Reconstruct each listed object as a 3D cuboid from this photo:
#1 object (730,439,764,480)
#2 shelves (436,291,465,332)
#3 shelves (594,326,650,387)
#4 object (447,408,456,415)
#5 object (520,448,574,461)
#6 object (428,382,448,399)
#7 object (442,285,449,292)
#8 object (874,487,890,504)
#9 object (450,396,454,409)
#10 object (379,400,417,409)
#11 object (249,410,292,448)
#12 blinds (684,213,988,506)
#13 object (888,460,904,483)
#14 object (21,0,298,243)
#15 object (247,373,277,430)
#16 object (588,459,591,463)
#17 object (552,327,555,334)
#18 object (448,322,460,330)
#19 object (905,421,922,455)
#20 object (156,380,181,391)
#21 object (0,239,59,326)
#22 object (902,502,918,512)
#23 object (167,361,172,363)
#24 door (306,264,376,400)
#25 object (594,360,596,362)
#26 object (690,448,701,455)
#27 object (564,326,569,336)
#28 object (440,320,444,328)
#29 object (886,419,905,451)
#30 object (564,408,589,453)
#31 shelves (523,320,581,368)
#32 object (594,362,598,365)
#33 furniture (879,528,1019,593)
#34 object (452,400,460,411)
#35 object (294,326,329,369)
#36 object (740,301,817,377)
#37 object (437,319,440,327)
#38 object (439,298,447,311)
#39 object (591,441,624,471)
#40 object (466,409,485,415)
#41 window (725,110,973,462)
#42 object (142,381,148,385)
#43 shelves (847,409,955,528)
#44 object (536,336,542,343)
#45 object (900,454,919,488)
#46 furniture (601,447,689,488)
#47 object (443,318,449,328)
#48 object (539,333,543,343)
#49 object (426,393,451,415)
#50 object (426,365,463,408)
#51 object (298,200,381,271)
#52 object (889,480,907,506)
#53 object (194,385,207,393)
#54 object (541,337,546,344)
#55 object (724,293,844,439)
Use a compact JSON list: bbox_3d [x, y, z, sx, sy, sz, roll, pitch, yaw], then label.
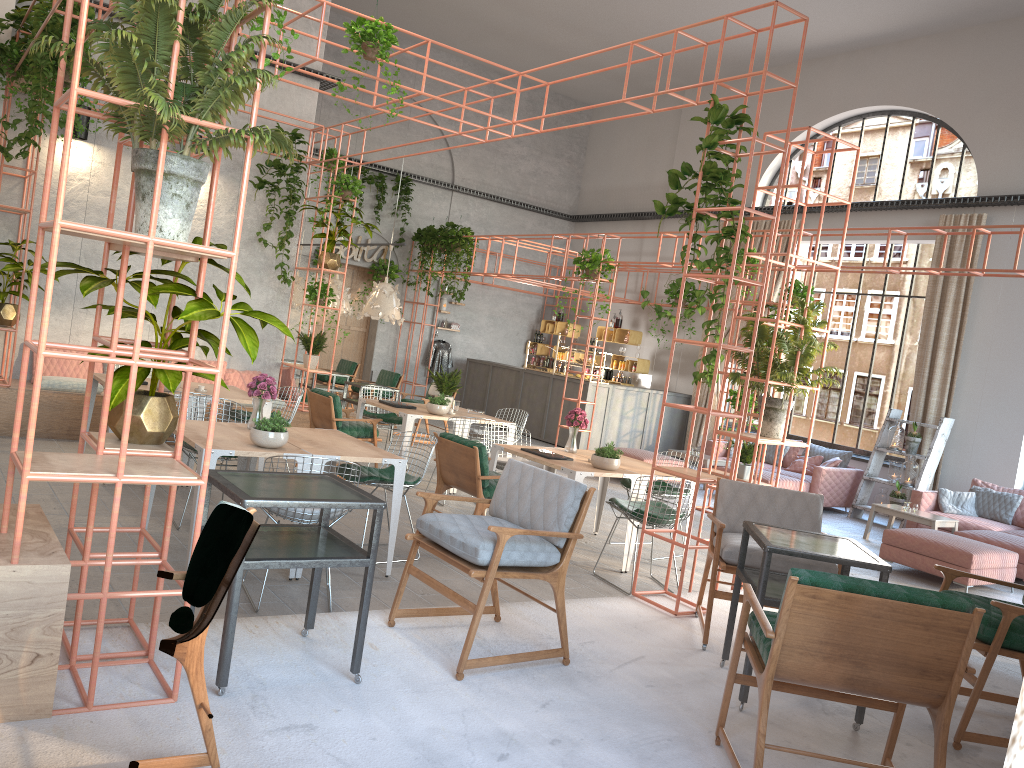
[{"bbox_3d":[2.853,0.895,10.783,0.438,0.527,0.368,7,3,-35],"label":"object"},{"bbox_3d":[-1.296,-1.522,18.672,0.560,0.790,0.186,7,3,-35],"label":"shelves"},{"bbox_3d":[1.986,-0.195,17.704,0.328,1.838,1.750,7,3,-35],"label":"shelves"},{"bbox_3d":[-0.680,0.301,9.853,0.115,0.078,0.115,7,3,-29],"label":"object"},{"bbox_3d":[0.297,0.608,7.606,0.268,0.031,0.427,7,3,-35],"label":"object"},{"bbox_3d":[-0.857,0.136,10.325,0.241,0.313,0.241,9,3,10],"label":"object"},{"bbox_3d":[-1.386,-2.000,18.543,0.133,0.145,0.133,10,3,17],"label":"object"},{"bbox_3d":[5.151,1.603,12.349,0.208,0.320,0.192,7,3,-29],"label":"object"},{"bbox_3d":[-0.804,0.209,10.470,0.165,0.154,0.210,6,4,-45],"label":"object"},{"bbox_3d":[-1.275,0.229,9.872,0.268,0.031,0.427,7,3,-35],"label":"object"},{"bbox_3d":[-1.559,0.285,5.714,0.247,0.247,0.252,7,3,-35],"label":"object"},{"bbox_3d":[4.871,-0.547,14.468,0.414,4.389,4.957,7,3,-34],"label":"blinds"},{"bbox_3d":[5.347,1.226,12.384,0.223,0.297,0.223,8,3,-16],"label":"object"},{"bbox_3d":[-1.233,-1.083,3.298,0.894,1.101,0.900,10,3,19],"label":"object"},{"bbox_3d":[-1.809,0.129,6.383,0.213,0.414,0.225,6,4,-43],"label":"object"},{"bbox_3d":[0.709,0.648,7.596,0.115,0.073,0.115,6,4,-41],"label":"object"},{"bbox_3d":[0.926,-1.153,19.248,0.123,0.142,0.141,7,3,-35],"label":"object"},{"bbox_3d":[-1.221,-1.225,18.789,0.219,0.149,0.129,7,3,-35],"label":"object"},{"bbox_3d":[5.587,0.744,12.338,0.212,0.457,0.217,8,3,-18],"label":"object"},{"bbox_3d":[-3.093,-0.061,7.951,0.248,0.247,0.254,7,3,-35],"label":"object"},{"bbox_3d":[-5.192,-1.061,9.134,0.934,0.919,0.903,10,3,26],"label":"object"},{"bbox_3d":[4.765,1.503,10.679,0.199,0.145,0.156,8,3,-20],"label":"object"},{"bbox_3d":[-3.346,-0.219,8.625,0.213,0.414,0.225,6,4,-43],"label":"object"},{"bbox_3d":[-3.675,-1.087,18.118,1.360,2.729,0.551,7,3,-35],"label":"door"},{"bbox_3d":[1.422,-0.413,15.809,0.142,0.087,0.094,7,3,-27],"label":"object"},{"bbox_3d":[2.782,1.054,13.571,0.199,0.145,0.156,8,3,-20],"label":"object"},{"bbox_3d":[1.198,-1.157,18.970,0.137,0.261,0.137,9,3,1],"label":"object"},{"bbox_3d":[-1.460,-1.259,18.610,0.063,0.151,0.063,11,4,41],"label":"object"},{"bbox_3d":[5.448,0.688,12.551,0.216,0.500,0.216,9,3,-3],"label":"object"},{"bbox_3d":[0.575,0.421,8.063,0.213,0.414,0.225,6,4,-43],"label":"object"},{"bbox_3d":[0.909,-0.439,19.275,0.328,1.838,1.750,7,3,-35],"label":"shelves"},{"bbox_3d":[1.472,-0.379,15.874,0.152,0.058,0.095,6,4,-44],"label":"object"},{"bbox_3d":[4.471,1.788,9.104,0.941,0.446,0.976,7,3,-35],"label":"furniture"},{"bbox_3d":[-0.657,0.252,10.316,0.095,0.119,0.095,8,3,-11],"label":"object"},{"bbox_3d":[-2.512,-0.453,11.135,0.438,0.527,0.368,7,3,-35],"label":"object"},{"bbox_3d":[3.182,-0.534,10.678,0.923,0.946,0.924,10,3,21],"label":"object"},{"bbox_3d":[-1.523,-1.274,18.589,0.055,0.164,0.092,8,3,-16],"label":"object"},{"bbox_3d":[-1.431,-1.701,18.567,0.136,0.336,0.145,8,3,-21],"label":"object"},{"bbox_3d":[0.777,0.588,7.303,0.247,0.247,0.252,7,3,-35],"label":"object"},{"bbox_3d":[-0.426,0.326,10.347,0.218,0.041,0.218,7,3,-27],"label":"object"},{"bbox_3d":[5.552,-1.704,14.614,0.089,5.538,4.127,7,3,-35],"label":"window"},{"bbox_3d":[-3.573,-0.041,8.254,0.268,0.031,0.427,7,3,-35],"label":"object"},{"bbox_3d":[5.457,1.189,12.458,0.856,1.618,0.842,7,3,-35],"label":"shelves"},{"bbox_3d":[0.592,-0.983,19.663,0.115,0.147,0.115,9,3,10],"label":"object"},{"bbox_3d":[5.464,1.188,12.168,0.219,0.430,0.216,6,4,-41],"label":"object"},{"bbox_3d":[1.891,1.205,12.866,0.941,0.446,0.976,7,3,-35],"label":"furniture"},{"bbox_3d":[-1.391,-1.278,18.664,0.081,0.204,0.081,7,3,-35],"label":"object"},{"bbox_3d":[0.661,-1.053,19.827,0.066,0.291,0.066,9,3,5],"label":"object"},{"bbox_3d":[-0.795,0.209,9.568,0.248,0.247,0.254,7,3,-35],"label":"object"},{"bbox_3d":[-0.755,0.049,10.004,0.438,0.527,0.368,7,3,-35],"label":"object"},{"bbox_3d":[-2.160,-1.881,11.053,0.934,0.947,0.903,10,3,17],"label":"object"},{"bbox_3d":[5.277,1.558,12.127,0.236,0.464,0.225,11,3,33],"label":"object"},{"bbox_3d":[-2.905,0.039,8.287,0.115,0.078,0.115,7,3,-29],"label":"object"},{"bbox_3d":[0.699,-0.970,19.738,0.115,0.147,0.115,9,3,10],"label":"object"},{"bbox_3d":[2.072,-0.131,6.827,0.894,1.100,0.900,8,3,-6],"label":"object"}]
